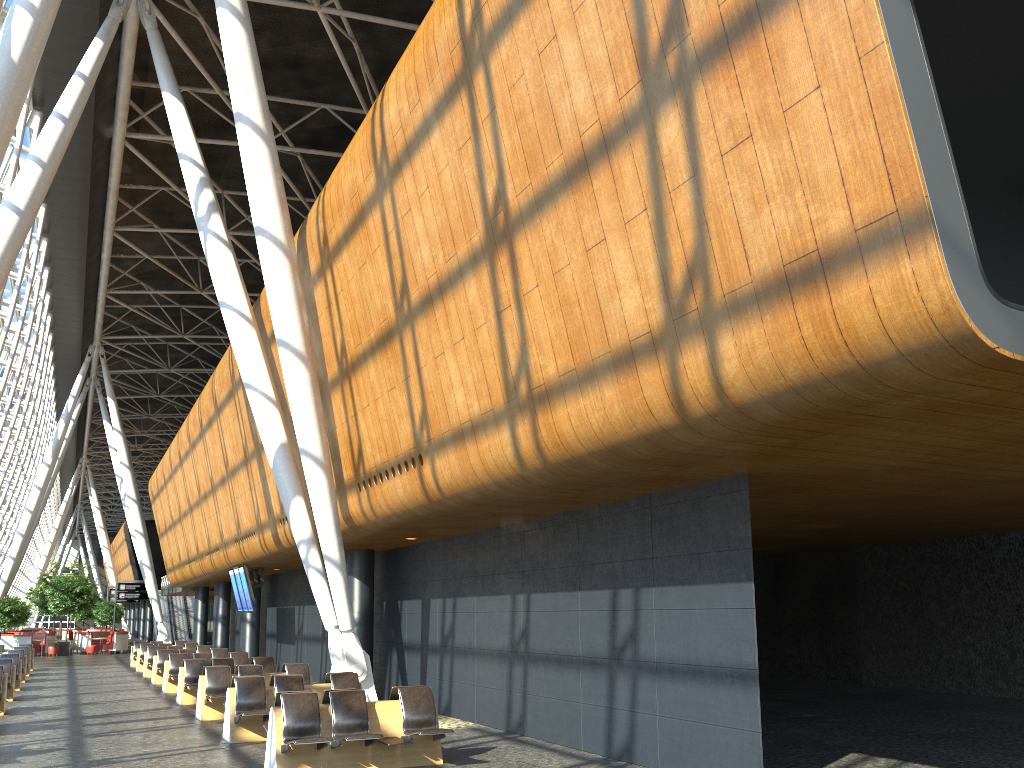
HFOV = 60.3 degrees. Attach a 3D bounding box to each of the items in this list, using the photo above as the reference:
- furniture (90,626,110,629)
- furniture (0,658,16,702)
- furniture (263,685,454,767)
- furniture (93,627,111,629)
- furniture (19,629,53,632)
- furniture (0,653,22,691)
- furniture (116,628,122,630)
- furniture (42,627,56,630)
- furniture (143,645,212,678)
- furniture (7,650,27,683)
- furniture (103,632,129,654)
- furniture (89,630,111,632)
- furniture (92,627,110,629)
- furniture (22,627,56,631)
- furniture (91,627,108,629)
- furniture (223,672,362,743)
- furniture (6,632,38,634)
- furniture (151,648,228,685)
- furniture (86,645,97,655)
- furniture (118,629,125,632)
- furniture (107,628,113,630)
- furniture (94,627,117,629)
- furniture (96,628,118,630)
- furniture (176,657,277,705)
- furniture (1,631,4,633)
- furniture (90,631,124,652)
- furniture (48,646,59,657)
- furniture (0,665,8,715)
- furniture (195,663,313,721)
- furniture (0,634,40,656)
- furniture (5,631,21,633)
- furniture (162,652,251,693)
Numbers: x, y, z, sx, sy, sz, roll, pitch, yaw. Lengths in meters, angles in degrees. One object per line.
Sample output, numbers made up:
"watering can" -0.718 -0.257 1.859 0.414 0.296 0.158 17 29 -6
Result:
"furniture" -40.766 24.459 87.351 1.903 0.854 1.687 6 -15 -26
"furniture" -12.031 6.109 18.041 3.263 0.853 1.687 7 -15 -26
"furniture" -1.795 3.941 10.102 1.903 0.854 1.687 6 -15 -26
"furniture" -36.751 22.345 79.394 1.903 0.854 1.687 6 -15 -26
"furniture" -30.960 16.531 57.598 0.890 0.989 2.881 -4 -14 15
"furniture" -13.369 6.814 20.693 3.263 0.853 1.687 7 -15 -26
"furniture" -31.399 19.527 68.784 1.903 0.854 1.687 6 -15 -26
"furniture" -44.311 23.105 82.028 3.263 0.853 1.687 7 -15 -26
"furniture" -9.824 8.168 26.017 1.903 0.854 1.687 6 -15 -26
"furniture" -14.707 7.518 23.346 3.263 0.853 1.687 7 -15 -26
"furniture" -19.247 12.614 43.012 0.889 0.989 2.883 2 -14 -14
"furniture" -24.349 15.004 51.987 2.843 0.991 0.901 -9 -14 30
"furniture" -38.090 23.049 82.046 1.903 0.854 1.687 6 -15 -26
"furniture" -45.649 23.809 84.680 3.263 0.853 1.687 7 -15 -26
"furniture" -39.428 23.754 84.699 1.903 0.854 1.687 6 -15 -26
"furniture" -3.133 4.645 12.754 1.903 0.854 1.687 6 -15 -26
"furniture" -26.124 13.756 47.136 2.843 0.991 0.901 -9 -14 30
"furniture" -8.485 7.463 23.365 1.903 0.854 1.687 6 -15 -26
"furniture" -19.513 12.350 40.924 0.443 0.452 0.451 2 -12 -14
"furniture" -30.061 18.822 66.131 1.903 0.854 1.687 6 -15 -26
"furniture" -26.637 16.599 58.021 0.892 0.990 2.873 6 -15 -28
"furniture" -35.413 21.640 76.741 1.903 0.854 1.687 6 -15 -26
"furniture" -32.737 20.231 71.436 1.903 0.854 1.687 6 -15 -26
"furniture" -5.809 6.054 18.060 1.903 0.854 1.687 6 -15 -26
"furniture" -33.606 17.468 60.808 3.263 0.853 1.687 7 -15 -26
"furniture" -21.006 13.244 45.360 2.843 0.991 0.901 -9 -14 30
"furniture" -20.728 12.081 39.845 0.443 0.452 0.451 -4 -12 16
"furniture" -10.693 5.405 15.388 3.263 0.853 1.687 7 -15 -26
"furniture" -4.471 5.350 15.407 1.903 0.854 1.687 6 -15 -26
"furniture" -22.780 11.996 40.509 2.843 0.991 0.901 -9 -14 30
"furniture" -27.883 14.385 49.484 0.889 0.989 2.883 2 -14 -14
"furniture" -7.147 6.759 20.712 1.903 0.854 1.687 6 -15 -26
